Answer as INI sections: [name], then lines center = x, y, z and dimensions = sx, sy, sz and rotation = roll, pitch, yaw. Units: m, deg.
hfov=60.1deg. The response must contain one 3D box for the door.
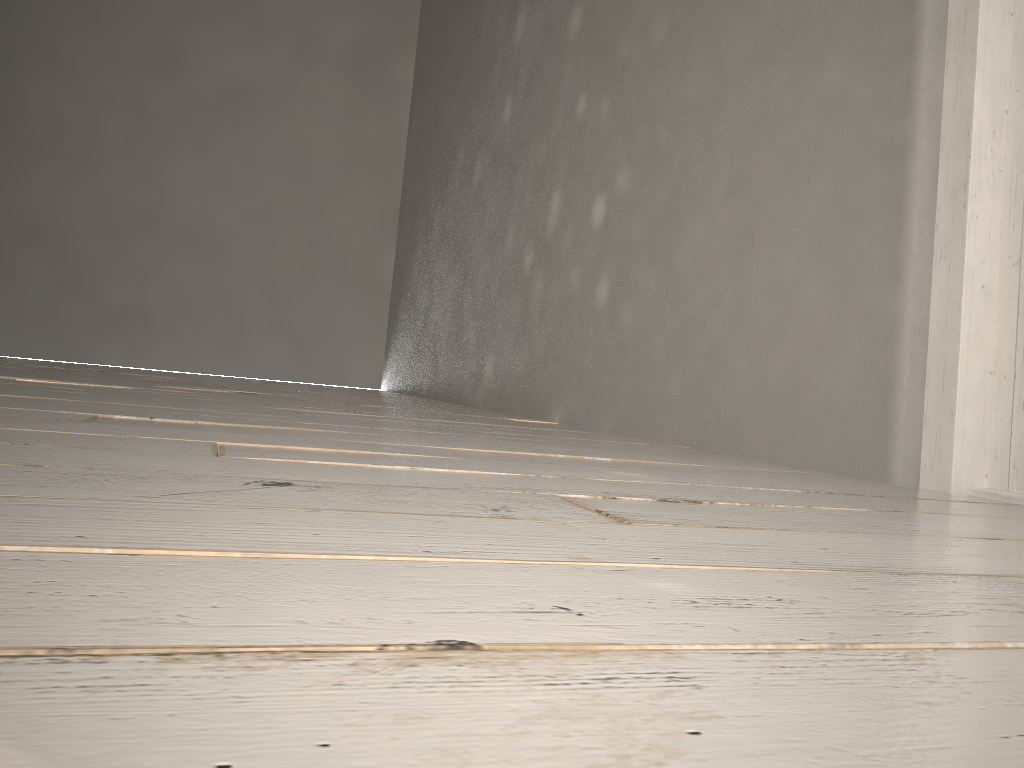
[door]
center = 0.999, -0.964, 1.009
dimensions = 0.177, 2.316, 1.035
rotation = 7, -4, -19
